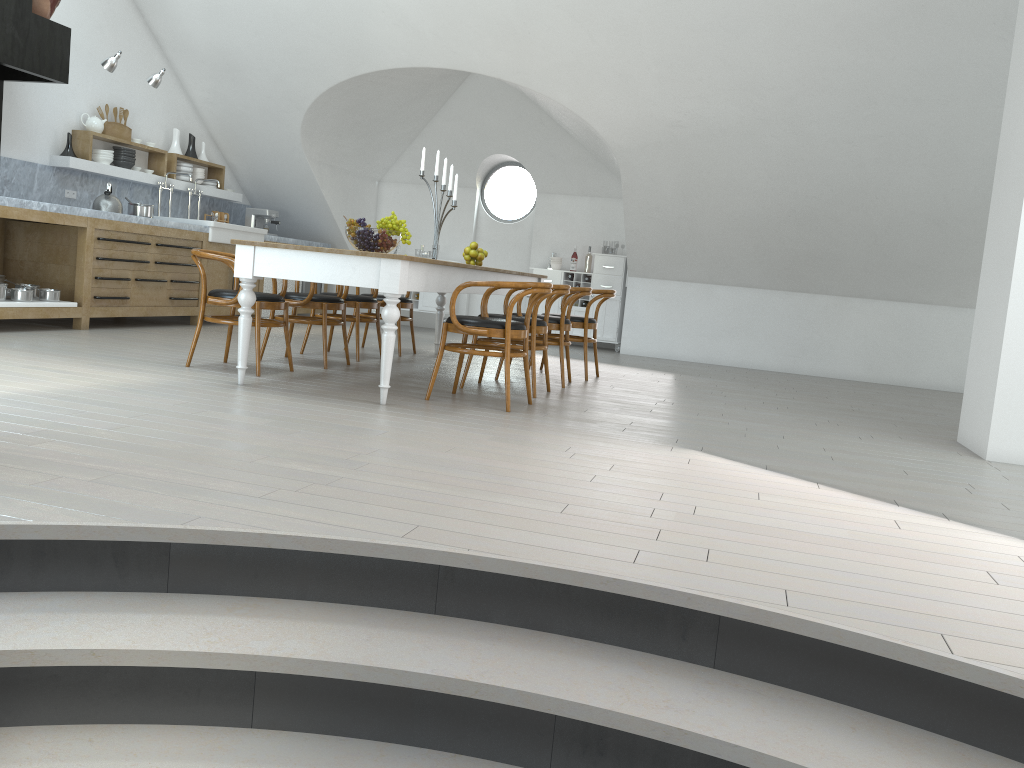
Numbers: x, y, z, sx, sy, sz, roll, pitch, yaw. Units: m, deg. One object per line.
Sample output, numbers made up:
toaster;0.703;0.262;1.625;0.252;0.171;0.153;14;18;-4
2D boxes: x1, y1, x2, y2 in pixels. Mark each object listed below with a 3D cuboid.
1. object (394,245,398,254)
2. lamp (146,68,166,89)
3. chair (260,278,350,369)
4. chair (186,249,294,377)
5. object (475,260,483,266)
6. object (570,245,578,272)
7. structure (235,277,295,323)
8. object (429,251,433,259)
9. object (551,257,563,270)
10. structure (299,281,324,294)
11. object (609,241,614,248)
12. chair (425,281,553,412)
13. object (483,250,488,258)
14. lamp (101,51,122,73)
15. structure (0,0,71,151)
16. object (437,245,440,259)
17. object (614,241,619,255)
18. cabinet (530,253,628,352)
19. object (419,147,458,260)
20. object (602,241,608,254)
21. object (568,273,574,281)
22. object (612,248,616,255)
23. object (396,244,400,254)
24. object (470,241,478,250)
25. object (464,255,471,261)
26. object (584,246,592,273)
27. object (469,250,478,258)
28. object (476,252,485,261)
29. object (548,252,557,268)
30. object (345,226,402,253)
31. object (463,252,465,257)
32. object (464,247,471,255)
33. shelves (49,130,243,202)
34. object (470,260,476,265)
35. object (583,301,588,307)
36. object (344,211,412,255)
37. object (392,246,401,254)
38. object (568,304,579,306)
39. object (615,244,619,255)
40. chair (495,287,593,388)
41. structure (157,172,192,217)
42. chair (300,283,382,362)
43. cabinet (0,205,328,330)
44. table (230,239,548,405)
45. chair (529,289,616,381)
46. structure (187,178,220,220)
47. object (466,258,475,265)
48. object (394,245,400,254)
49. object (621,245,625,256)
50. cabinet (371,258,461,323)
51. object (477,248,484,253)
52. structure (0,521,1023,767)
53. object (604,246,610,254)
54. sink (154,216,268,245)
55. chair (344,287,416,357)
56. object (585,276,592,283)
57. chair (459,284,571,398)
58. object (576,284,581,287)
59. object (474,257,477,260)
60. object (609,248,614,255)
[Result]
object;-1.509;-1.767;11.543;0.039;0.174;0.054;7;5;14
lamp;-3.104;-2.671;7.744;0.169;0.176;0.112;6;5;7
chair;-1.486;-0.515;6.287;0.622;0.733;0.528;7;6;11
chair;-1.732;-0.460;5.603;0.622;0.733;0.528;7;6;14
object;-0.272;-0.998;7.308;0.063;0.063;0.064;8;6;26
object;0.772;-1.551;10.960;0.081;0.329;0.081;7;5;10
structure;-2.899;-1.130;10.069;0.599;0.820;0.725;7;6;14
object;-1.028;-1.635;11.247;0.071;0.098;0.071;10;7;38
object;0.549;-1.491;10.998;0.154;0.159;0.158;11;8;42
structure;-2.690;-1.289;10.789;0.631;0.635;0.633;7;6;14
object;1.218;-1.671;10.942;0.054;0.178;0.054;6;5;9
chair;-0.105;-0.246;5.124;0.622;0.733;0.528;7;6;18
object;-0.229;-1.074;7.322;0.063;0.063;0.062;3;6;-23
lamp;-3.258;-2.618;7.188;0.165;0.178;0.115;9;6;33
structure;-3.950;-2.339;6.540;0.781;1.880;1.077;7;5;14
object;-0.955;-1.674;11.265;0.063;0.186;0.063;6;5;0
object;1.282;-1.669;10.943;0.063;0.186;0.063;6;5;1
cabinet;0.829;-1.047;10.998;1.243;1.151;0.611;7;5;15
object;-0.533;-1.316;6.435;0.265;0.873;0.777;5;6;-11
object;1.134;-1.661;10.821;0.048;0.169;0.048;1;7;-43
object;0.750;-1.316;10.946;0.093;0.094;0.360;7;7;15
object;1.244;-1.621;10.883;0.071;0.098;0.071;8;6;23
object;-1.482;-1.760;11.521;0.039;0.164;0.024;8;6;27
object;-0.311;-1.133;7.279;0.072;0.074;0.072;7;6;15
object;-0.364;-1.032;7.248;0.060;0.056;0.059;7;6;9
object;0.944;-1.529;10.909;0.085;0.330;0.085;3;6;-26
object;-0.312;-1.061;7.219;0.071;0.063;0.072;6;6;8
object;-0.259;-1.039;7.248;0.071;0.072;0.071;3;6;-21
object;0.515;-1.568;11.235;0.115;0.208;0.065;7;5;17
object;-0.868;-0.885;5.537;0.360;0.159;0.361;5;6;-5
object;-0.377;-1.068;7.327;0.062;0.059;0.062;8;6;19
object;-0.362;-1.089;7.267;0.066;0.071;0.073;4;6;-16
shelves;-3.779;-2.557;7.634;0.480;1.358;5.563;6;6;9
object;-0.322;-0.990;7.259;0.050;0.050;0.051;7;6;18
object;0.915;-0.986;10.918;0.081;0.081;0.359;7;7;12
object;-0.841;-0.943;5.512;0.393;0.283;0.293;3;6;-21
object;-1.504;-1.731;11.539;0.101;0.137;0.067;7;5;15
object;0.750;-1.011;10.968;0.156;0.085;0.332;7;7;15
object;1.276;-1.632;10.788;0.046;0.142;0.046;8;6;26
chair;0.248;-0.374;6.533;0.622;0.733;0.528;7;6;10
structure;-3.399;-1.873;8.978;0.332;0.528;0.214;5;5;-5
chair;-1.355;-0.585;7.004;0.622;0.733;0.528;7;6;18
cabinet;-3.588;-0.959;8.129;1.004;1.019;6.441;7;7;14
table;-0.648;-0.475;6.341;1.019;0.797;3.355;7;7;14
chair;0.501;-0.428;7.213;0.622;0.733;0.528;7;6;17
structure;-3.273;-1.915;9.449;0.332;0.528;0.214;5;5;-5
object;-0.344;-1.013;7.320;0.080;0.074;0.078;2;7;-30
object;-1.499;-1.751;11.544;0.097;0.136;0.029;7;5;18
object;1.347;-1.627;10.803;0.046;0.142;0.046;8;6;26
cabinet;-1.271;-1.226;11.356;1.135;0.787;0.497;7;6;15
object;-0.262;-1.088;7.276;0.058;0.057;0.053;9;6;29
structure;-0.410;1.018;0.111;4.706;0.691;4.725;2;8;-30
object;1.147;-1.618;10.744;0.082;0.105;0.082;1;7;-37
sink;-3.105;-1.558;9.133;0.728;0.201;1.023;7;7;14
chair;-1.158;-0.646;7.699;0.622;0.733;0.528;7;6;11
object;0.947;-1.286;10.886;0.088;0.084;0.360;7;7;14
chair;0.044;-0.314;5.836;0.622;0.733;0.528;7;6;14
object;0.838;-1.195;10.937;0.085;0.085;0.331;7;7;14
object;-0.280;-1.059;7.353;0.076;0.076;0.077;4;6;-18
object;1.195;-1.612;10.816;0.077;0.085;0.077;8;6;22
